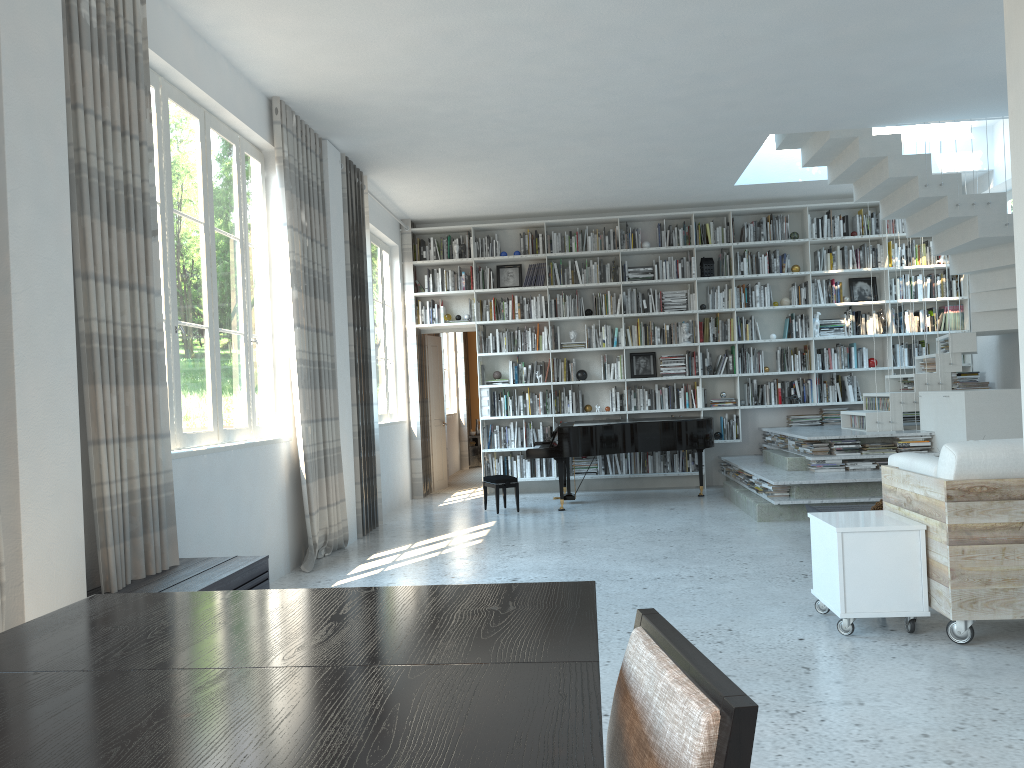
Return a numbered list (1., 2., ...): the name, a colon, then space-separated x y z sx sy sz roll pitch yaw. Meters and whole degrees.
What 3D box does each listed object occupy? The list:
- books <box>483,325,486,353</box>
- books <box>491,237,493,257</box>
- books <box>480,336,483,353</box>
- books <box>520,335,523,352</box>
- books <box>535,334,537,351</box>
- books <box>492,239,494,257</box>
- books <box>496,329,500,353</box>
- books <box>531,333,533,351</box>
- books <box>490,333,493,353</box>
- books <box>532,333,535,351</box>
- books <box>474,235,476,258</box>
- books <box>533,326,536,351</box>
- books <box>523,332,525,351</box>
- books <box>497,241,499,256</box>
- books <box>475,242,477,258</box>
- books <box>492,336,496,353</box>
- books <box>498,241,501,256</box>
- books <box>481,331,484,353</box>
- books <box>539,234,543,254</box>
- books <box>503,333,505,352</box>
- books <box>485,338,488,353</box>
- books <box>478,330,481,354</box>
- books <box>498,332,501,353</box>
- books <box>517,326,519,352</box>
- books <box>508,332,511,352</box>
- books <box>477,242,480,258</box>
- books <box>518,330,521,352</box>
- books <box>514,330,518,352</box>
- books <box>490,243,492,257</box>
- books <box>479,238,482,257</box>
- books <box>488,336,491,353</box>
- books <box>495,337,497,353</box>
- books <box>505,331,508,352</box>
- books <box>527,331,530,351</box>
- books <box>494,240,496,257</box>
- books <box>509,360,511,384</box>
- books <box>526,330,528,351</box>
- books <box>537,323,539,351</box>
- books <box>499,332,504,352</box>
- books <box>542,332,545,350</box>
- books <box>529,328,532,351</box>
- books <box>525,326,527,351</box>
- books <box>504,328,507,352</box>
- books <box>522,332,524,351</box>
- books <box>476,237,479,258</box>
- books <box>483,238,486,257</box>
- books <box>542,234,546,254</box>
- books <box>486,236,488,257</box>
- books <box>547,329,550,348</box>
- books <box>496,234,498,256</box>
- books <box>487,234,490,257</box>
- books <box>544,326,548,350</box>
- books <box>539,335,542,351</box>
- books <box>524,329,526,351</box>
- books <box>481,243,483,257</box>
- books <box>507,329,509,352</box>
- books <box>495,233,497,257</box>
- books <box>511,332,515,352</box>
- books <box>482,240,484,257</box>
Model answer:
1. books: -0.315 -0.516 10.373 0.012 0.334 0.184 -3 0 5
2. books: -0.226 -1.583 10.389 0.013 0.253 0.129 -3 0 5
3. books: -0.353 -0.452 10.396 0.026 0.209 0.155 -3 0 5
4. books: 0.118 -0.471 10.364 0.021 0.205 0.130 -3 0 5
5. books: 0.283 -0.478 10.342 0.013 0.203 0.161 -3 0 5
6. books: -0.213 -1.567 10.378 0.013 0.219 0.181 -3 0 5
7. books: -0.161 -0.497 10.381 0.023 0.281 0.174 -3 0 5
8. books: 0.235 -0.483 10.352 0.012 0.217 0.160 -3 0 5
9. books: -0.232 -0.471 10.375 0.022 0.235 0.177 -3 0 5
10. books: 0.252 -0.485 10.355 0.021 0.220 0.148 -3 0 5
11. books: -0.427 -1.590 10.410 0.007 0.285 0.159 -3 0 5
12. books: 0.268 -0.522 10.358 0.015 0.293 0.144 -3 0 5
13. books: 0.147 -0.484 10.359 0.013 0.227 0.151 -3 0 5
14. books: -0.156 -1.560 10.382 0.014 0.202 0.170 -3 0 5
15. books: -0.414 -1.550 10.401 0.017 0.204 0.142 -3 0 5
16. books: -0.207 -0.456 10.363 0.028 0.203 0.188 -3 0 5
17. books: -0.143 -1.565 10.390 0.013 0.210 0.136 -3 0 5
18. books: -0.333 -0.481 10.378 0.027 0.266 0.176 -3 0 5
19. books: 0.341 -1.609 10.335 0.031 0.254 0.178 -3 0 5
20. books: -0.081 -0.475 10.370 0.014 0.230 0.148 -3 0 5
21. books: -0.287 -0.442 10.378 0.037 0.182 0.189 -3 -1 5
22. books: -0.373 -0.489 10.407 0.012 0.285 0.159 -3 0 5
23. books: -0.144 -0.480 10.371 0.011 0.246 0.176 -3 0 5
24. books: 0.077 -0.517 10.356 0.013 0.300 0.151 -3 0 5
25. books: -0.020 -0.481 10.356 0.024 0.237 0.167 -3 0 5
26. books: -0.382 -1.554 10.404 0.032 0.210 0.158 -3 0 5
27. books: 0.096 -0.496 10.365 0.021 0.256 0.156 -3 0 5
28. books: 0.050 -0.494 10.376 0.048 0.256 0.141 -3 0 5
29. books: -0.244 -1.547 10.385 0.026 0.182 0.161 -3 0 5
30. books: -0.361 -1.575 10.394 0.012 0.249 0.180 -3 0 5
31. books: -0.262 -0.456 10.394 0.042 0.209 0.143 -3 0 5
32. books: -0.179 -0.449 10.405 0.021 0.187 0.129 -3 0 5
33. books: -0.054 -0.485 10.358 0.021 0.247 0.189 -3 0 5
34. books: 0.202 -0.493 10.369 0.028 0.242 0.131 -3 0 5
35. books: -0.197 -1.565 10.370 0.021 0.214 0.173 -3 0 5
36. books: -0.019 -0.137 10.366 0.012 0.285 0.159 -3 0 5
37. books: 0.181 -0.497 10.362 0.011 0.251 0.139 -3 0 5
38. books: 0.304 -0.540 10.341 0.035 0.325 0.170 -3 0 5
39. books: -0.112 -0.479 10.392 0.049 0.243 0.139 -3 0 5
40. books: 0.370 -0.492 10.339 0.031 0.223 0.144 -3 0 5
41. books: 0.220 -0.511 10.339 0.015 0.275 0.157 -3 0 5
42. books: 0.170 -0.523 10.368 0.011 0.304 0.130 -3 0 5
43. books: -0.070 -0.507 10.367 0.011 0.293 0.183 -3 0 5
44. books: 0.133 -0.484 10.348 0.013 0.229 0.177 -3 0 5
45. books: -0.403 -1.578 10.406 0.007 0.259 0.156 -3 0 5
46. books: -0.317 -1.574 10.393 0.016 0.243 0.156 -3 0 5
47. books: 0.378 -1.610 10.346 0.039 0.252 0.146 -3 0 5
48. books: -0.289 -1.584 10.387 0.016 0.261 0.154 -3 0 5
49. books: 0.430 -0.511 10.339 0.036 0.257 0.123 -3 0 5
50. books: -0.171 -1.605 10.400 0.015 0.293 0.130 -3 0 5
51. books: -0.268 -1.595 10.368 0.015 0.279 0.190 -3 0 5
52. books: 0.397 -0.524 10.341 0.027 0.286 0.148 -3 0 5
53. books: 0.340 -0.470 10.341 0.030 0.183 0.152 -3 0 5
54. books: 0.158 -0.507 10.353 0.012 0.272 0.145 -3 0 5
55. books: -0.344 -1.548 10.407 0.017 0.194 0.129 -3 0 5
56. books: -0.037 -0.497 10.374 0.011 0.271 0.157 -3 0 5
57. books: -0.183 -1.609 10.389 0.007 0.301 0.145 -3 0 5
58. books: 0.013 -0.485 10.362 0.023 0.242 0.184 -3 0 5
59. books: -0.331 -1.564 10.389 0.013 0.225 0.177 -3 0 5
